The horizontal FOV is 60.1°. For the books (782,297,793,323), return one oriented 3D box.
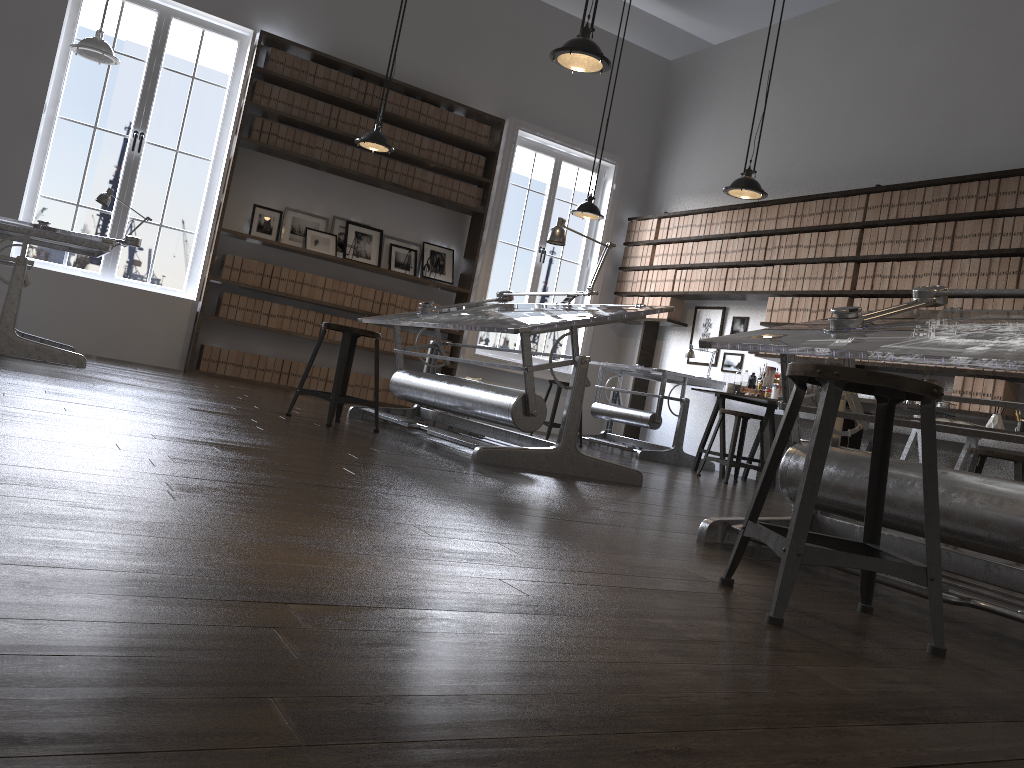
[{"bbox_3d":[2.371,-0.602,7.436,0.174,0.226,0.067,12,-4,-30],"label":"books"}]

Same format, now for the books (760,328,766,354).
[{"bbox_3d":[2.224,-0.353,7.589,0.174,0.226,0.067,12,-4,-30],"label":"books"}]

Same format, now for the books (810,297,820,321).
[{"bbox_3d":[2.515,-0.577,7.196,0.174,0.226,0.067,12,-4,-30],"label":"books"}]

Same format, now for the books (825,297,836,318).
[{"bbox_3d":[2.589,-0.564,7.066,0.174,0.226,0.067,12,-4,-30],"label":"books"}]

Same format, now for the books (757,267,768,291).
[{"bbox_3d":[2.252,-0.897,7.758,0.174,0.226,0.067,12,-4,-30],"label":"books"}]

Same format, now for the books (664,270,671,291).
[{"bbox_3d":[1.624,-1.014,8.869,0.174,0.226,0.067,12,-4,-30],"label":"books"}]

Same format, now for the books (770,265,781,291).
[{"bbox_3d":[2.325,-0.892,7.626,0.174,0.226,0.067,12,-4,-30],"label":"books"}]

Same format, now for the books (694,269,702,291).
[{"bbox_3d":[1.841,-0.969,8.482,0.173,0.226,0.067,12,-4,-30],"label":"books"}]

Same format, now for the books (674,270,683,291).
[{"bbox_3d":[1.697,-0.994,8.735,0.174,0.226,0.067,12,-4,-30],"label":"books"}]

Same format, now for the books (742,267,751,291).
[{"bbox_3d":[2.157,-0.914,7.931,0.174,0.226,0.067,12,-4,-30],"label":"books"}]

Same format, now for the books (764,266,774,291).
[{"bbox_3d":[2.286,-0.892,7.694,0.174,0.226,0.067,12,-4,-30],"label":"books"}]

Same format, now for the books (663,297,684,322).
[{"bbox_3d":[1.604,-0.736,8.798,0.174,0.226,0.067,12,-4,-30],"label":"books"}]

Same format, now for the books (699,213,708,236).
[{"bbox_3d":[1.914,-1.518,8.568,0.174,0.226,0.067,12,-4,-30],"label":"books"}]

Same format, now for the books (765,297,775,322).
[{"bbox_3d":[2.273,-0.620,7.612,0.174,0.226,0.067,12,-4,-30],"label":"books"}]

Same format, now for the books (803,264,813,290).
[{"bbox_3d":[2.503,-0.861,7.319,0.174,0.226,0.067,12,-4,-30],"label":"books"}]

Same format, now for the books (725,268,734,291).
[{"bbox_3d":[2.053,-0.932,8.116,0.174,0.226,0.067,12,-4,-30],"label":"books"}]

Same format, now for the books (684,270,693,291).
[{"bbox_3d":[1.774,-0.981,8.604,0.174,0.226,0.067,12,-4,-30],"label":"books"}]

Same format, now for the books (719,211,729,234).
[{"bbox_3d":[2.052,-1.494,8.322,0.174,0.226,0.067,12,-4,-30],"label":"books"}]

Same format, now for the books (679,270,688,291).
[{"bbox_3d":[1.736,-0.988,8.663,0.174,0.226,0.067,12,-4,-30],"label":"books"}]

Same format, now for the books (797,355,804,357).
[{"bbox_3d":[2.430,-0.317,7.233,0.173,0.226,0.067,12,-4,-30],"label":"books"}]

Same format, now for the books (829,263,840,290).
[{"bbox_3d":[2.638,-0.837,7.088,0.173,0.226,0.067,12,-4,-30],"label":"books"}]

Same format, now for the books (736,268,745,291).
[{"bbox_3d":[2.122,-0.920,7.993,0.173,0.226,0.067,12,-4,-30],"label":"books"}]

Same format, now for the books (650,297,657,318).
[{"bbox_3d":[1.501,-0.754,8.977,0.174,0.226,0.067,12,-4,-30],"label":"books"}]

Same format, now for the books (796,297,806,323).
[{"bbox_3d":[2.445,-0.589,7.319,0.173,0.226,0.067,12,-4,-30],"label":"books"}]

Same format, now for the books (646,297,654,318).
[{"bbox_3d":[1.469,-0.760,9.031,0.174,0.226,0.067,12,-4,-30],"label":"books"}]

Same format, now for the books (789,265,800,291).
[{"bbox_3d":[2.434,-0.873,7.444,0.174,0.226,0.067,12,-4,-30],"label":"books"}]

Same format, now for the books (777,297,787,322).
[{"bbox_3d":[2.342,-0.607,7.496,0.174,0.226,0.067,12,-4,-30],"label":"books"}]

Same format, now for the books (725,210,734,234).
[{"bbox_3d":[2.088,-1.487,8.259,0.174,0.226,0.067,12,-4,-30],"label":"books"}]

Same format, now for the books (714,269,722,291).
[{"bbox_3d":[1.979,-0.945,8.246,0.174,0.226,0.067,12,-4,-30],"label":"books"}]

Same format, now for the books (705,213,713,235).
[{"bbox_3d":[1.952,-1.511,8.508,0.174,0.226,0.067,12,-4,-30],"label":"books"}]

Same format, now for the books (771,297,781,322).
[{"bbox_3d":[2.310,-0.613,7.550,0.174,0.226,0.067,12,-4,-30],"label":"books"}]

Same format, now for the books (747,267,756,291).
[{"bbox_3d":[2.186,-0.909,7.869,0.174,0.226,0.067,12,-4,-30],"label":"books"}]

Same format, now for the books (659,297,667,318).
[{"bbox_3d":[1.571,-0.742,8.860,0.173,0.226,0.067,12,-4,-30],"label":"books"}]

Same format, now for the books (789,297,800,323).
[{"bbox_3d":[2.410,-0.595,7.380,0.174,0.226,0.067,12,-4,-30],"label":"books"}]

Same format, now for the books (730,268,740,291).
[{"bbox_3d":[2.084,-0.927,8.052,0.173,0.226,0.067,12,-4,-30],"label":"books"}]

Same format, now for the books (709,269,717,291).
[{"bbox_3d":[1.945,-0.951,8.301,0.174,0.226,0.067,12,-4,-30],"label":"books"}]

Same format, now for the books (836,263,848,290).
[{"bbox_3d":[2.669,-0.832,7.024,0.173,0.226,0.067,12,-4,-30],"label":"books"}]

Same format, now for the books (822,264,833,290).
[{"bbox_3d":[2.603,-0.843,7.150,0.174,0.226,0.067,12,-4,-30],"label":"books"}]

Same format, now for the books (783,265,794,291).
[{"bbox_3d":[2.402,-0.879,7.506,0.173,0.226,0.067,12,-4,-30],"label":"books"}]

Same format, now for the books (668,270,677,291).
[{"bbox_3d":[1.652,-1.009,8.811,0.174,0.226,0.067,12,-4,-30],"label":"books"}]

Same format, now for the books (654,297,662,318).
[{"bbox_3d":[1.530,-0.749,8.917,0.174,0.226,0.067,12,-4,-30],"label":"books"}]

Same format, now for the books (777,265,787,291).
[{"bbox_3d":[2.364,-0.885,7.565,0.173,0.226,0.067,12,-4,-30],"label":"books"}]

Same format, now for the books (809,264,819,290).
[{"bbox_3d":[2.535,-0.855,7.266,0.174,0.226,0.067,12,-4,-30],"label":"books"}]

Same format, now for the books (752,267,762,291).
[{"bbox_3d":[2.223,-0.903,7.814,0.174,0.226,0.067,12,-4,-30],"label":"books"}]

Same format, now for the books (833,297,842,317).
[{"bbox_3d":[2.624,-0.558,6.999,0.174,0.226,0.067,12,-4,-30],"label":"books"}]

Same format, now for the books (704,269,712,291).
[{"bbox_3d":[1.910,-0.957,8.354,0.174,0.226,0.067,12,-4,-30],"label":"books"}]

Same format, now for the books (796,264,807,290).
[{"bbox_3d":[2.466,-0.868,7.382,0.174,0.226,0.067,12,-4,-30],"label":"books"}]

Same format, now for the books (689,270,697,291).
[{"bbox_3d":[1.810,-0.975,8.544,0.173,0.226,0.067,12,-4,-30],"label":"books"}]

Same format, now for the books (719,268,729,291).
[{"bbox_3d":[2.011,-0.940,8.178,0.174,0.226,0.067,12,-4,-30],"label":"books"}]

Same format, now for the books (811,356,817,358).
[{"bbox_3d":[2.498,-0.305,7.105,0.174,0.226,0.067,12,-4,-30],"label":"books"}]

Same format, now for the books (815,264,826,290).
[{"bbox_3d":[2.564,-0.850,7.205,0.174,0.226,0.067,12,-4,-30],"label":"books"}]

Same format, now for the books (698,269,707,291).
[{"bbox_3d":[1.874,-0.964,8.417,0.174,0.226,0.067,12,-4,-30],"label":"books"}]

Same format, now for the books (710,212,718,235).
[{"bbox_3d":[1.988,-1.505,8.449,0.173,0.226,0.067,12,-4,-30],"label":"books"}]

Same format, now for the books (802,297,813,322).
[{"bbox_3d":[2.476,-0.584,7.255,0.173,0.226,0.067,12,-4,-30],"label":"books"}]

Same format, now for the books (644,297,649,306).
[{"bbox_3d":[1.432,-0.766,9.093,0.174,0.226,0.067,12,-4,-30],"label":"books"}]

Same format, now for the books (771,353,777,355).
[{"bbox_3d":[2.291,-0.341,7.478,0.174,0.226,0.067,12,-4,-30],"label":"books"}]

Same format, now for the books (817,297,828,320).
[{"bbox_3d":[2.547,-0.572,7.128,0.174,0.226,0.067,12,-4,-30],"label":"books"}]
